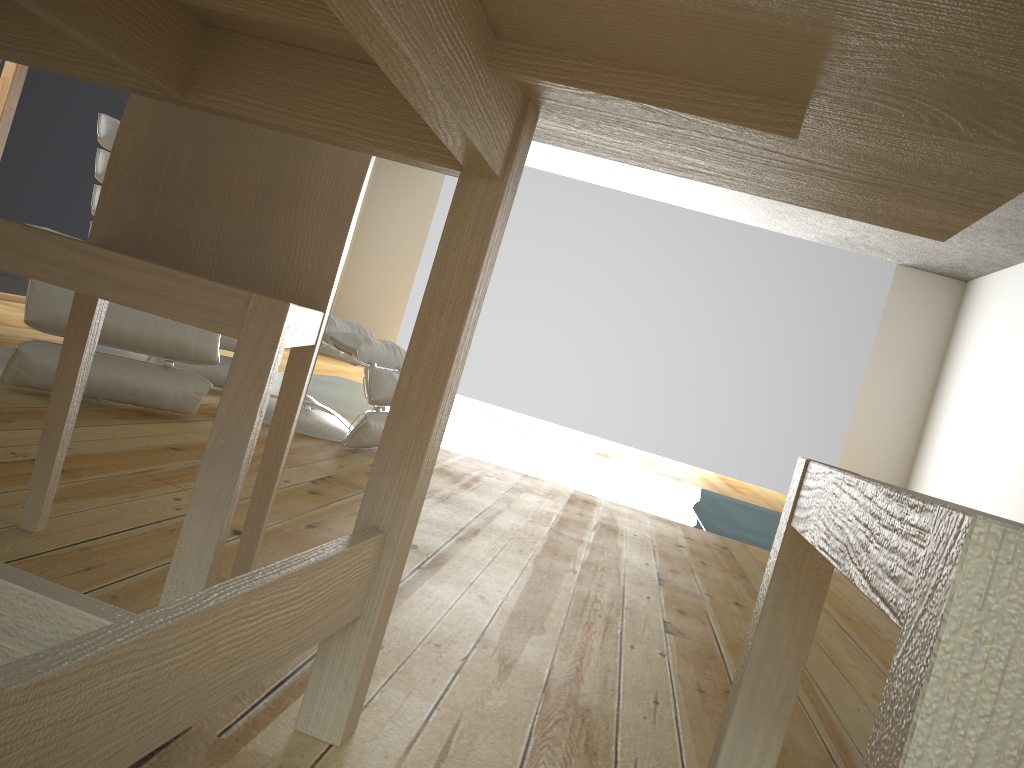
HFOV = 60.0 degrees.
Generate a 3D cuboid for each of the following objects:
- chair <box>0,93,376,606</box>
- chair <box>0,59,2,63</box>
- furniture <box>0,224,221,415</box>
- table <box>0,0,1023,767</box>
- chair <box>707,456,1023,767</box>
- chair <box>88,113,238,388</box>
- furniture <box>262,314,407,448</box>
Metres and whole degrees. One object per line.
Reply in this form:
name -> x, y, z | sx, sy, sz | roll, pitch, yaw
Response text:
chair -> -0.413, -0.216, 1.143 | 0.404, 1.017, 0.506 | 17, 0, -4
chair -> -1.071, -0.415, 1.296 | 0.405, 1.017, 0.505 | 17, 0, 7
furniture -> -1.298, -0.212, 2.728 | 0.689, 0.439, 0.567 | 17, 1, 43
table -> -0.883, -0.210, 0.663 | 2.504, 0.756, 1.198 | 17, 1, 11
chair -> 0.445, 0.054, 0.441 | 0.507, 1.017, 0.403 | 17, 0, 11
chair -> -1.402, -0.540, 3.746 | 0.917, 0.969, 0.567 | 17, 0, 33
furniture -> -0.696, -0.046, 3.359 | 0.687, 0.439, 0.568 | 17, 1, 14
